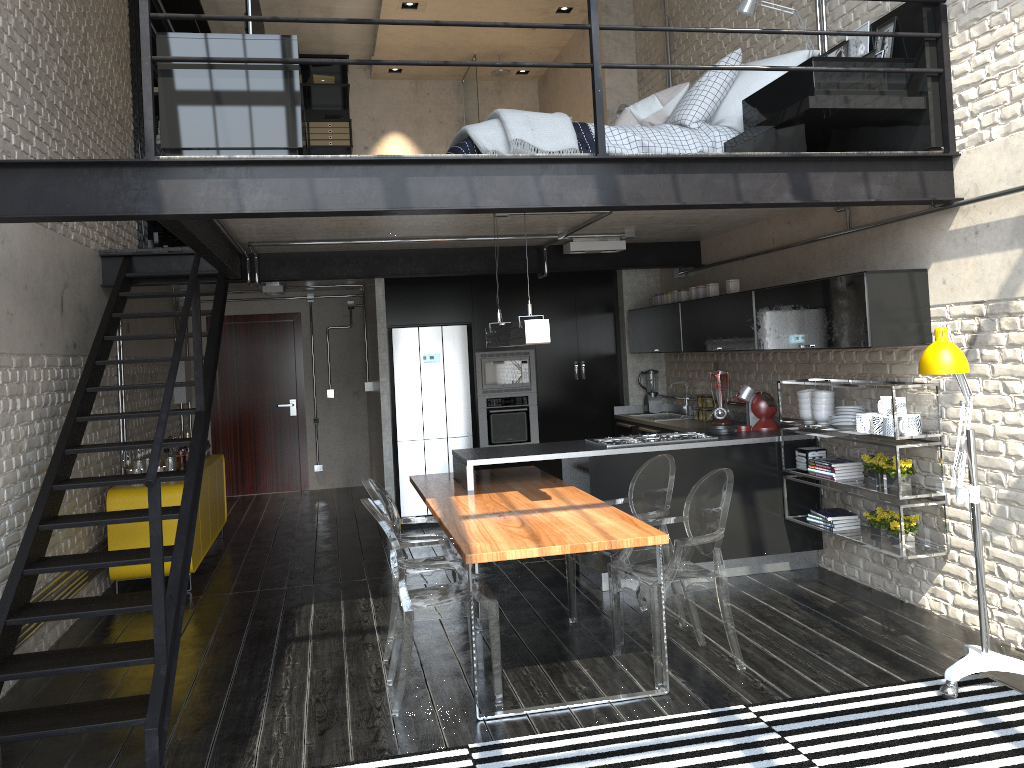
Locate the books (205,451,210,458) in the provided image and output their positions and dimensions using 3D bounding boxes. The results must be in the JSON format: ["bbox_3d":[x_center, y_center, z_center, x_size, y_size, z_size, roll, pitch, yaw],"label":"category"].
[{"bbox_3d":[-2.909,0.656,8.054,0.259,0.044,0.351,-3,2,-10],"label":"books"}]

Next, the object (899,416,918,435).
[{"bbox_3d":[2.174,0.228,4.872,0.108,0.100,0.083,-3,0,2],"label":"object"}]

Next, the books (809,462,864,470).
[{"bbox_3d":[2.046,0.510,5.578,0.211,0.021,0.292,-3,2,-11],"label":"books"}]

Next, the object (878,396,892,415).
[{"bbox_3d":[2.131,0.123,5.052,0.108,0.100,0.083,-3,0,2],"label":"object"}]

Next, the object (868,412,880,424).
[{"bbox_3d":[2.125,0.218,5.200,0.083,0.100,0.108,-3,0,22],"label":"object"}]

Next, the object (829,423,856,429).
[{"bbox_3d":[2.061,0.250,5.382,0.252,0.031,0.251,-5,3,-43],"label":"object"}]

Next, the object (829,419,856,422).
[{"bbox_3d":[2.059,0.226,5.382,0.252,0.031,0.251,-5,3,-43],"label":"object"}]

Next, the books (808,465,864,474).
[{"bbox_3d":[2.042,0.530,5.576,0.211,0.021,0.292,-4,2,-14],"label":"books"}]

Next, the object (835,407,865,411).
[{"bbox_3d":[2.057,0.160,5.383,0.171,0.029,0.171,-3,2,-7],"label":"object"}]

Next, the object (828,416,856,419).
[{"bbox_3d":[2.058,0.209,5.383,0.252,0.031,0.251,-5,3,-43],"label":"object"}]

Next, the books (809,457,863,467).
[{"bbox_3d":[2.040,0.491,5.577,0.211,0.021,0.292,-3,2,-9],"label":"books"}]

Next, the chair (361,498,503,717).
[{"bbox_3d":[-0.395,0.993,4.188,0.590,0.941,0.539,-3,-1,-12],"label":"chair"}]

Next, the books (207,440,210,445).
[{"bbox_3d":[-2.910,0.553,8.045,0.259,0.038,0.325,-3,2,-10],"label":"books"}]

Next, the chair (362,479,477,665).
[{"bbox_3d":[-0.497,0.974,4.822,0.590,0.941,0.539,-3,-1,-2],"label":"chair"}]

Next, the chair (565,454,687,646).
[{"bbox_3d":[0.682,0.903,5.071,0.590,0.941,0.539,-3,-1,-27],"label":"chair"}]

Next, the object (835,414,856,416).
[{"bbox_3d":[2.059,0.195,5.382,0.171,0.029,0.171,-3,2,-7],"label":"object"}]

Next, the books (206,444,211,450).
[{"bbox_3d":[-2.915,0.588,8.055,0.287,0.031,0.351,-3,2,-12],"label":"books"}]

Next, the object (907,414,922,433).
[{"bbox_3d":[2.244,0.222,4.949,0.083,0.100,0.108,-3,0,22],"label":"object"}]

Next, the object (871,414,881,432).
[{"bbox_3d":[2.120,0.222,5.092,0.108,0.100,0.083,-3,0,-23],"label":"object"}]

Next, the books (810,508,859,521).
[{"bbox_3d":[2.039,0.823,5.599,0.201,0.023,0.278,-3,2,-3],"label":"books"}]

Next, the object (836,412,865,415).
[{"bbox_3d":[2.058,0.186,5.382,0.171,0.029,0.171,-3,2,-7],"label":"object"}]

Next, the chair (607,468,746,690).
[{"bbox_3d":[0.846,0.918,4.423,0.590,0.941,0.539,-3,-1,-17],"label":"chair"}]

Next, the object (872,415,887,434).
[{"bbox_3d":[2.082,0.228,5.006,0.083,0.100,0.108,-3,0,22],"label":"object"}]

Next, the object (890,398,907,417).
[{"bbox_3d":[2.158,0.127,4.919,0.108,0.100,0.083,-3,0,-23],"label":"object"}]

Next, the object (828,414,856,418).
[{"bbox_3d":[2.058,0.201,5.383,0.252,0.031,0.251,-5,3,-43],"label":"object"}]

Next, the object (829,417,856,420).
[{"bbox_3d":[2.059,0.217,5.382,0.252,0.031,0.251,-5,3,-43],"label":"object"}]

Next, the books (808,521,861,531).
[{"bbox_3d":[2.039,0.888,5.597,0.201,0.023,0.278,-3,2,-12],"label":"books"}]

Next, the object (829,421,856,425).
[{"bbox_3d":[2.060,0.242,5.382,0.252,0.031,0.251,-5,3,-43],"label":"object"}]

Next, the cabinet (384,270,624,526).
[{"bbox_3d":[-0.074,0.034,8.808,2.321,2.477,0.552,-3,-1,-12],"label":"cabinet"}]

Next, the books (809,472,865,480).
[{"bbox_3d":[2.044,0.569,5.575,0.211,0.021,0.292,-3,2,-12],"label":"books"}]

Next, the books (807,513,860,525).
[{"bbox_3d":[2.036,0.845,5.598,0.201,0.023,0.278,-4,2,-14],"label":"books"}]

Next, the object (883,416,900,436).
[{"bbox_3d":[2.105,0.231,4.894,0.108,0.100,0.083,-3,0,-23],"label":"object"}]

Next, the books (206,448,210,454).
[{"bbox_3d":[-2.900,0.618,8.045,0.259,0.031,0.328,-4,2,-14],"label":"books"}]

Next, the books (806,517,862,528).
[{"bbox_3d":[2.032,0.867,5.596,0.201,0.023,0.278,-4,2,-17],"label":"books"}]

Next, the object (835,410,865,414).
[{"bbox_3d":[2.058,0.178,5.383,0.171,0.029,0.171,-3,2,-7],"label":"object"}]

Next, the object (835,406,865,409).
[{"bbox_3d":[2.056,0.152,5.383,0.171,0.029,0.171,-3,2,-7],"label":"object"}]

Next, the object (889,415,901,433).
[{"bbox_3d":[2.157,0.225,4.984,0.108,0.100,0.083,-3,0,2],"label":"object"}]

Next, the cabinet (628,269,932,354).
[{"bbox_3d":[1.710,-0.465,6.736,0.400,0.421,3.892,-3,2,-12],"label":"cabinet"}]

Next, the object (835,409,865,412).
[{"bbox_3d":[2.057,0.169,5.383,0.171,0.029,0.171,-3,2,-7],"label":"object"}]

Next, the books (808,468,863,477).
[{"bbox_3d":[2.036,0.550,5.574,0.211,0.021,0.292,-3,2,-12],"label":"books"}]

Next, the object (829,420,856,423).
[{"bbox_3d":[2.060,0.234,5.382,0.252,0.031,0.251,-5,3,-43],"label":"object"}]
